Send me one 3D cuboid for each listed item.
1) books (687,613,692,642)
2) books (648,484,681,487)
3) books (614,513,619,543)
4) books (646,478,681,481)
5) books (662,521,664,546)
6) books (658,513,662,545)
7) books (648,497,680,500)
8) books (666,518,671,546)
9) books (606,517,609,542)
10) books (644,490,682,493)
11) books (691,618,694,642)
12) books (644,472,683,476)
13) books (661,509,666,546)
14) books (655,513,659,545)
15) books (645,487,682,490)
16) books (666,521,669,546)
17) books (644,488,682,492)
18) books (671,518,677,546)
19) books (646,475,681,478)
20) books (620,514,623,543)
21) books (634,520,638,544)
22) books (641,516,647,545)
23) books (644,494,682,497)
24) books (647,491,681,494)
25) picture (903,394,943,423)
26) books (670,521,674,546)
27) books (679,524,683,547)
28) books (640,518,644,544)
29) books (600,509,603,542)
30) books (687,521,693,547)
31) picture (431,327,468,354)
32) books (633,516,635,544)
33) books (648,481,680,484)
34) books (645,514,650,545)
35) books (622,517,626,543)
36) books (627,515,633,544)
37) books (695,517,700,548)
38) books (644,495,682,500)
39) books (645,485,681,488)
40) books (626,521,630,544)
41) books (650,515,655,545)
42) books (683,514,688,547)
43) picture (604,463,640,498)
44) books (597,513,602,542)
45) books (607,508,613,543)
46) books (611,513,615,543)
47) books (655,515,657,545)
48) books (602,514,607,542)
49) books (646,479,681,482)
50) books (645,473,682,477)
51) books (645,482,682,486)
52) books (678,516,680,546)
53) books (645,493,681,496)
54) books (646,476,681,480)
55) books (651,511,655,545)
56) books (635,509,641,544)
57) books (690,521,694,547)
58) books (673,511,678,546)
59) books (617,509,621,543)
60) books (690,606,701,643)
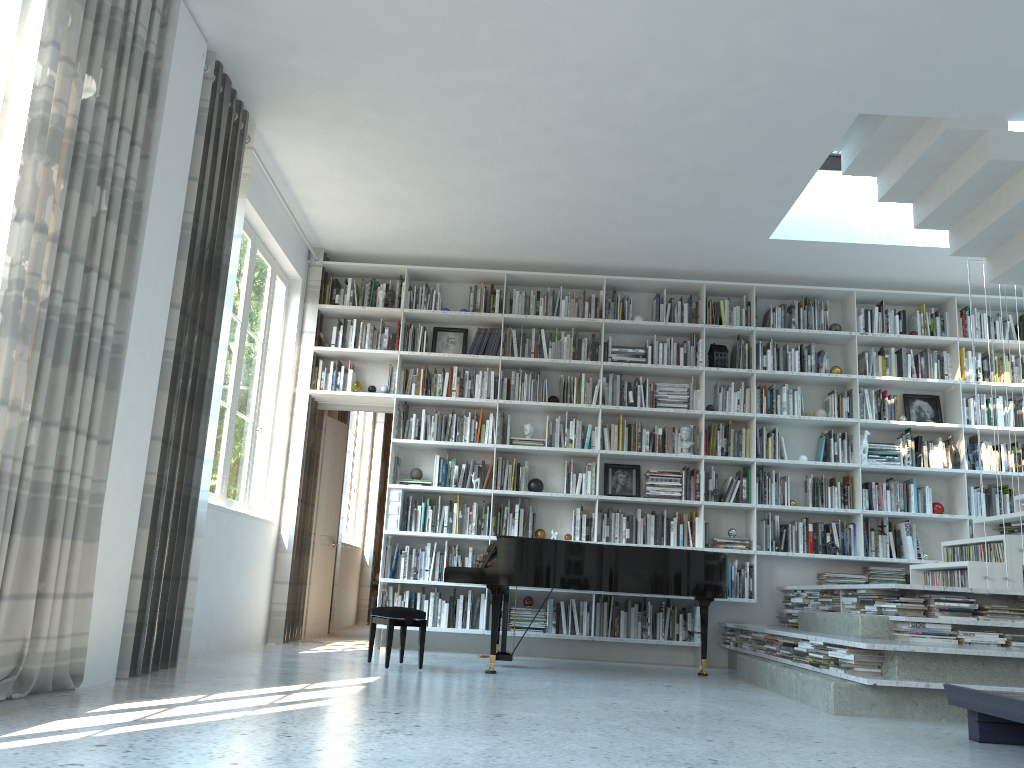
[{"bbox_3d":[1.391,1.926,7.032,0.029,0.217,0.191,3,-13,1],"label":"books"},{"bbox_3d":[1.241,0.842,7.286,0.254,0.012,0.161,4,-13,-4],"label":"books"},{"bbox_3d":[0.845,1.180,7.208,0.027,0.245,0.179,3,-13,1],"label":"books"},{"bbox_3d":[1.243,0.795,7.298,0.254,0.012,0.161,4,-13,-3],"label":"books"},{"bbox_3d":[1.213,1.223,7.208,0.021,0.202,0.128,3,-13,1],"label":"books"},{"bbox_3d":[1.190,1.188,7.201,0.028,0.264,0.162,3,-13,1],"label":"books"},{"bbox_3d":[1.234,0.948,7.269,0.254,0.012,0.161,3,-13,3],"label":"books"},{"bbox_3d":[1.268,1.210,7.209,0.014,0.234,0.154,3,-13,1],"label":"books"},{"bbox_3d":[0.767,1.196,7.211,0.024,0.208,0.170,3,-13,1],"label":"books"},{"bbox_3d":[1.238,0.891,7.286,0.285,0.012,0.160,3,-13,1],"label":"books"},{"bbox_3d":[1.415,1.948,7.040,0.023,0.181,0.149,3,-13,1],"label":"books"},{"bbox_3d":[1.246,0.748,7.306,0.285,0.012,0.160,4,-13,-4],"label":"books"},{"bbox_3d":[1.232,1.176,7.208,0.012,0.296,0.178,3,-13,1],"label":"books"},{"bbox_3d":[1.171,1.191,7.207,0.010,0.261,0.181,3,-13,1],"label":"books"},{"bbox_3d":[1.239,0.867,7.287,0.285,0.012,0.160,3,-13,3],"label":"books"},{"bbox_3d":[1.248,1.220,7.195,0.024,0.206,0.183,3,-13,1],"label":"books"},{"bbox_3d":[1.238,0.879,7.287,0.285,0.012,0.160,3,-13,2],"label":"books"},{"bbox_3d":[1.309,1.210,7.197,0.023,0.234,0.175,3,-13,1],"label":"books"},{"bbox_3d":[1.244,0.772,7.304,0.254,0.012,0.161,4,-13,-3],"label":"books"},{"bbox_3d":[0.881,1.186,7.222,0.021,0.244,0.142,3,-13,1],"label":"books"},{"bbox_3d":[0.996,1.211,7.193,0.023,0.196,0.165,3,-13,1],"label":"books"},{"bbox_3d":[1.074,1.198,7.211,0.031,0.236,0.159,3,-13,1],"label":"books"},{"bbox_3d":[1.236,0.925,7.276,0.285,0.012,0.160,3,-13,0],"label":"books"},{"bbox_3d":[1.237,0.900,7.273,0.254,0.012,0.161,4,-13,-4],"label":"books"},{"bbox_3d":[3.466,0.232,7.476,0.300,0.299,0.078,3,-13,1],"label":"picture"},{"bbox_3d":[1.285,1.223,7.194,0.023,0.204,0.167,3,-13,1],"label":"books"},{"bbox_3d":[1.359,1.236,7.185,0.023,0.182,0.169,3,-13,1],"label":"books"},{"bbox_3d":[1.047,1.207,7.217,0.025,0.220,0.140,3,-13,1],"label":"books"},{"bbox_3d":[0.725,1.160,7.217,0.011,0.275,0.146,3,-13,1],"label":"books"},{"bbox_3d":[1.429,1.226,7.188,0.042,0.212,0.169,3,-13,1],"label":"books"},{"bbox_3d":[-0.536,-0.344,7.613,0.300,0.299,0.078,3,-13,1],"label":"picture"},{"bbox_3d":[0.979,1.196,7.209,0.013,0.229,0.139,3,-13,1],"label":"books"},{"bbox_3d":[1.242,0.820,7.295,0.254,0.012,0.161,2,-13,4],"label":"books"},{"bbox_3d":[1.103,1.195,7.227,0.025,0.254,0.136,3,-13,1],"label":"books"},{"bbox_3d":[0.903,1.195,7.197,0.023,0.217,0.175,3,-13,1],"label":"books"},{"bbox_3d":[0.958,1.189,7.201,0.029,0.237,0.166,3,-13,1],"label":"books"},{"bbox_3d":[1.490,1.212,7.187,0.033,0.245,0.176,3,-13,1],"label":"books"},{"bbox_3d":[1.235,0.935,7.264,0.285,0.012,0.160,4,-13,-4],"label":"books"},{"bbox_3d":[1.240,0.854,7.282,0.285,0.012,0.160,2,-13,6],"label":"books"},{"bbox_3d":[0.928,1.212,7.188,0.029,0.183,0.175,3,-13,1],"label":"books"},{"bbox_3d":[1.128,1.194,7.200,0.026,0.245,0.191,3,-13,1],"label":"books"},{"bbox_3d":[1.397,1.198,7.206,0.026,0.271,0.175,3,-13,1],"label":"books"},{"bbox_3d":[0.913,0.811,7.352,0.300,0.299,0.078,3,-13,1],"label":"picture"},{"bbox_3d":[0.704,1.176,7.221,0.029,0.243,0.154,3,-13,1],"label":"books"},{"bbox_3d":[0.795,1.161,7.236,0.027,0.290,0.141,3,-13,1],"label":"books"},{"bbox_3d":[0.819,1.182,7.225,0.024,0.247,0.132,3,-13,1],"label":"books"},{"bbox_3d":[1.160,1.197,7.217,0.011,0.251,0.158,3,-13,1],"label":"books"},{"bbox_3d":[0.743,1.179,7.202,0.027,0.233,0.168,3,-13,1],"label":"books"},{"bbox_3d":[1.242,0.808,7.298,0.254,0.012,0.161,4,-13,-2],"label":"books"},{"bbox_3d":[1.245,0.761,7.310,0.285,0.012,0.160,3,-13,3],"label":"books"},{"bbox_3d":[1.241,0.830,7.288,0.285,0.012,0.160,2,-13,6],"label":"books"},{"bbox_3d":[1.343,1.205,7.217,0.014,0.255,0.145,3,-13,1],"label":"books"},{"bbox_3d":[1.236,0.911,7.269,0.285,0.012,0.160,2,-13,6],"label":"books"},{"bbox_3d":[1.244,0.784,7.303,0.254,0.012,0.161,4,-13,-2],"label":"books"},{"bbox_3d":[1.149,1.181,7.227,0.014,0.285,0.135,3,-13,1],"label":"books"},{"bbox_3d":[1.023,1.169,7.216,0.026,0.291,0.152,3,-13,1],"label":"books"},{"bbox_3d":[1.456,1.225,7.190,0.011,0.216,0.166,3,-13,1],"label":"books"},{"bbox_3d":[1.330,1.184,7.214,0.014,0.293,0.138,3,-13,1],"label":"books"},{"bbox_3d":[0.865,1.163,7.208,0.013,0.281,0.166,3,-13,1],"label":"books"},{"bbox_3d":[1.448,1.891,6.982,0.038,0.268,0.278,3,-13,1],"label":"books"}]
